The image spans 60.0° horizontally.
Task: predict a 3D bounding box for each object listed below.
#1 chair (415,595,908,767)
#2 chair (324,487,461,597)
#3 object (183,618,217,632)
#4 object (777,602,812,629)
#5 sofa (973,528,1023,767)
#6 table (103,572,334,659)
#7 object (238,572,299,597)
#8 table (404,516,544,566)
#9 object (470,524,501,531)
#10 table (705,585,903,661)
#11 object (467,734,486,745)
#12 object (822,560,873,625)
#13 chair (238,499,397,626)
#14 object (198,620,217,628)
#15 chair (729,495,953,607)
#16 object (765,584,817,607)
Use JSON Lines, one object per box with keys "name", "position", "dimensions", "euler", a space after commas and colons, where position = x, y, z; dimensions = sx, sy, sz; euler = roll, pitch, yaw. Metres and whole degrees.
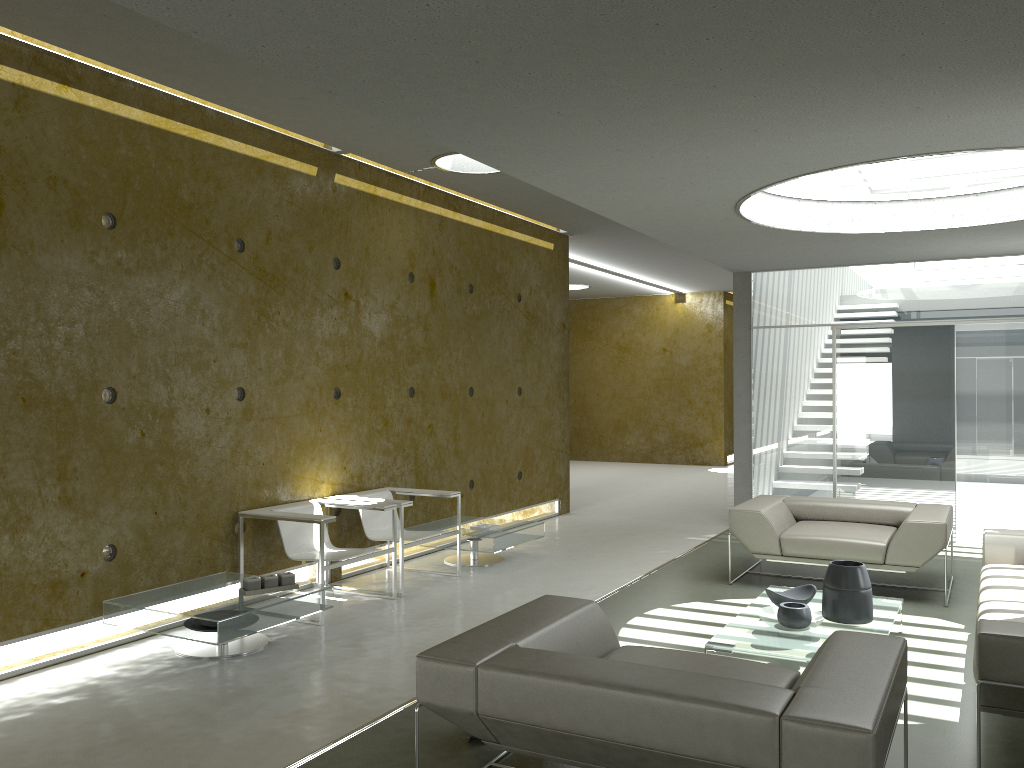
{"name": "chair", "position": [0.558, 1.205, 3.144], "dimensions": [1.481, 0.583, 1.039], "euler": [0, 0, 28]}
{"name": "chair", "position": [-0.907, 1.186, 6.831], "dimensions": [0.710, 0.667, 0.800], "euler": [0, 0, 28]}
{"name": "object", "position": [-1.604, 1.319, 4.895], "dimensions": [0.394, 0.027, 0.394], "euler": [0, 0, 12]}
{"name": "object", "position": [1.516, 1.245, 4.762], "dimensions": [0.177, 0.113, 0.177], "euler": [0, 0, 9]}
{"name": "sofa", "position": [2.824, 1.201, 4.275], "dimensions": [1.037, 0.585, 2.791], "euler": [0, 0, 28]}
{"name": "table", "position": [-1.682, 1.364, 5.147], "dimensions": [0.900, 0.300, 0.900], "euler": [0, 0, 28]}
{"name": "object", "position": [-1.425, 1.165, 5.205], "dimensions": [0.326, 0.097, 0.118], "euler": [0, 0, -37]}
{"name": "table", "position": [-0.323, 1.371, 7.651], "dimensions": [0.900, 0.300, 0.900], "euler": [0, 0, 28]}
{"name": "object", "position": [-0.224, 1.206, 7.449], "dimensions": [0.197, 0.029, 0.189], "euler": [0, 0, 28]}
{"name": "table", "position": [1.668, 1.401, 4.906], "dimensions": [0.790, 0.200, 1.500], "euler": [0, 0, 28]}
{"name": "object", "position": [-0.117, 1.359, 3.854], "dimensions": [0.216, 0.288, 0.329], "euler": [0, 0, 18]}
{"name": "object", "position": [1.854, 1.146, 4.903], "dimensions": [0.265, 0.309, 0.265], "euler": [0, 0, 11]}
{"name": "chair", "position": [-1.316, 1.184, 6.078], "dimensions": [0.710, 0.667, 0.800], "euler": [0, 0, 28]}
{"name": "object", "position": [-1.604, 1.316, 4.895], "dimensions": [0.239, 0.027, 0.239], "euler": [0, 0, -45]}
{"name": "chair", "position": [2.513, 1.216, 6.747], "dimensions": [1.481, 0.583, 1.039], "euler": [0, 0, 28]}
{"name": "object", "position": [1.617, 1.241, 5.145], "dimensions": [0.317, 0.125, 0.223], "euler": [0, 0, -25]}
